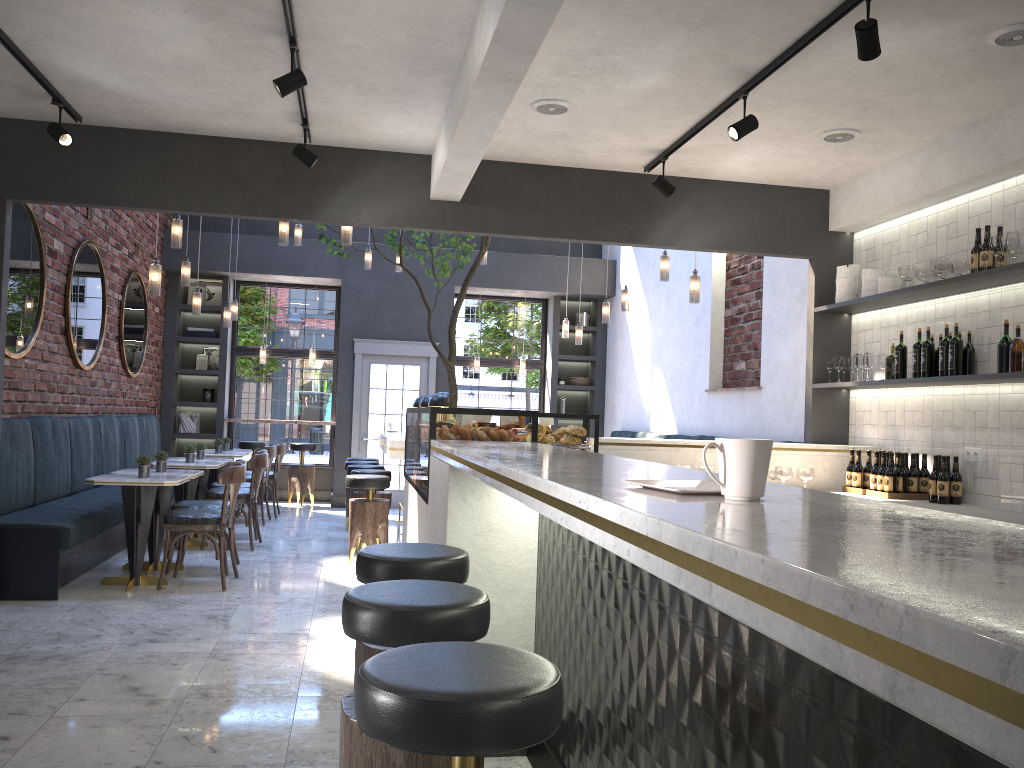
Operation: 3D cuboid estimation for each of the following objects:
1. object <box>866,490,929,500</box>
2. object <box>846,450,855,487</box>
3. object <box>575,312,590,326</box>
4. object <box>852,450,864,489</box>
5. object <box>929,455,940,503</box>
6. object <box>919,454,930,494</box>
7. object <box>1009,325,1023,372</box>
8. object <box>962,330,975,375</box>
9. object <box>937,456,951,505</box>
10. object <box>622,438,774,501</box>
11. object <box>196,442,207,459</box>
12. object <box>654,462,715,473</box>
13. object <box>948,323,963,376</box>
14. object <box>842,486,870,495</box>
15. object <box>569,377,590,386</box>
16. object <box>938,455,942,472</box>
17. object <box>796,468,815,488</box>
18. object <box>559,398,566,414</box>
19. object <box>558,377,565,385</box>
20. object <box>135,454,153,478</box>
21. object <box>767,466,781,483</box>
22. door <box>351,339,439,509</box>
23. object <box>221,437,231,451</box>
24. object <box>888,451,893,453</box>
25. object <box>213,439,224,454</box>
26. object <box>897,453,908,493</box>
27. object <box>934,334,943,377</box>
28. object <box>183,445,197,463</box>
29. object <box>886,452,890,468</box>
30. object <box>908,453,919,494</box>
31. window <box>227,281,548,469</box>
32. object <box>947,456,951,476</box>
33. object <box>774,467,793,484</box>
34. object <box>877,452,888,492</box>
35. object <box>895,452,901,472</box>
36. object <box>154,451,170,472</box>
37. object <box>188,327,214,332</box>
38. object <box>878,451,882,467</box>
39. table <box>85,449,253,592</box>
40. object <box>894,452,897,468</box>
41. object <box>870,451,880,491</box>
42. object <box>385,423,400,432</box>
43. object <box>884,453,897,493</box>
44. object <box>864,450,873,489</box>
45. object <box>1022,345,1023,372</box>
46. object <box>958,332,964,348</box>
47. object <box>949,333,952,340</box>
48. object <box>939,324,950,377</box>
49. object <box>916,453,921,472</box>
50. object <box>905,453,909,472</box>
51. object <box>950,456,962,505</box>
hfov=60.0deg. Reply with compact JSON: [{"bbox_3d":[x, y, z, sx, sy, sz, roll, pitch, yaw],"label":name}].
[{"bbox_3d":[2.399,0.686,5.490,0.307,0.038,0.231,2,-2,-10],"label":"object"},{"bbox_3d":[2.231,0.571,5.819,0.069,0.279,0.070,1,-2,42],"label":"object"},{"bbox_3d":[1.024,-0.924,12.839,0.214,0.215,0.213,2,-2,-1],"label":"object"},{"bbox_3d":[2.245,0.568,5.745,0.070,0.279,0.069,3,-2,-33],"label":"object"},{"bbox_3d":[2.493,0.560,5.218,0.070,0.279,0.069,2,-2,-3],"label":"object"},{"bbox_3d":[2.529,0.567,5.441,0.069,0.279,0.070,2,-2,12],"label":"object"},{"bbox_3d":[2.631,-0.178,4.615,0.077,0.257,0.076,3,-2,-39],"label":"object"},{"bbox_3d":[2.646,-0.171,5.135,0.065,0.280,0.065,1,-2,33],"label":"object"},{"bbox_3d":[2.506,0.557,5.146,0.069,0.279,0.070,1,-2,42],"label":"object"},{"bbox_3d":[0.327,0.137,1.495,0.176,0.097,0.301,3,-2,-19],"label":"object"},{"bbox_3d":[-3.013,0.647,8.586,0.118,0.165,0.122,3,-2,-33],"label":"object"},{"bbox_3d":[0.979,0.578,5.611,0.575,0.147,0.256,2,-2,-10],"label":"object"},{"bbox_3d":[2.559,-0.193,5.114,0.072,0.319,0.072,3,-2,-26],"label":"object"},{"bbox_3d":[2.350,0.694,5.761,0.307,0.038,0.231,2,-2,-10],"label":"object"},{"bbox_3d":[0.975,-0.031,12.797,0.305,0.123,0.305,2,-2,11],"label":"object"},{"bbox_3d":[2.552,0.565,5.305,0.070,0.279,0.069,1,-2,22],"label":"object"},{"bbox_3d":[1.877,0.612,5.678,0.114,0.147,0.114,2,-2,-6],"label":"object"},{"bbox_3d":[0.725,0.322,12.674,0.098,0.248,0.098,1,-2,29],"label":"object"},{"bbox_3d":[0.707,-0.041,12.724,0.116,0.119,0.117,3,-2,-34],"label":"object"},{"bbox_3d":[-2.582,0.574,6.223,0.118,0.165,0.122,3,-2,-33],"label":"object"},{"bbox_3d":[1.705,0.610,5.780,0.114,0.147,0.114,2,-2,-6],"label":"object"},{"bbox_3d":[-1.576,0.538,11.765,1.132,2.218,0.152,2,-2,-10],"label":"door"},{"bbox_3d":[-3.333,0.700,10.336,0.118,0.165,0.122,3,-2,-33],"label":"object"},{"bbox_3d":[2.466,0.578,5.786,0.070,0.279,0.069,3,-2,-33],"label":"object"},{"bbox_3d":[-3.229,0.683,9.764,0.118,0.165,0.122,3,-2,-33],"label":"object"},{"bbox_3d":[2.381,0.561,5.414,0.070,0.279,0.069,2,-2,-8],"label":"object"},{"bbox_3d":[2.601,-0.163,5.382,0.065,0.280,0.065,1,-2,33],"label":"object"},{"bbox_3d":[-2.909,0.629,8.014,0.118,0.165,0.122,3,-2,-33],"label":"object"},{"bbox_3d":[2.355,0.565,5.561,0.070,0.279,0.069,2,-2,-8],"label":"object"},{"bbox_3d":[2.454,0.564,5.428,0.069,0.279,0.070,1,-2,42],"label":"object"},{"bbox_3d":[-0.550,-1.643,6.531,6.406,5.363,12.712,2,-2,-10],"label":"window"},{"bbox_3d":[2.567,0.563,5.232,0.070,0.279,0.069,3,-2,-33],"label":"object"},{"bbox_3d":[1.728,0.606,5.651,0.114,0.147,0.114,2,-2,-6],"label":"object"},{"bbox_3d":[2.294,0.560,5.474,0.070,0.279,0.069,3,-2,-33],"label":"object"},{"bbox_3d":[2.428,0.568,5.573,0.070,0.279,0.069,3,-2,-33],"label":"object"},{"bbox_3d":[-2.686,0.592,6.795,0.118,0.165,0.122,3,-2,-33],"label":"object"},{"bbox_3d":[-4.162,-0.717,11.851,0.327,0.039,0.227,3,-2,-20],"label":"object"},{"bbox_3d":[2.392,0.574,5.772,0.070,0.279,0.069,2,-2,-3],"label":"object"},{"bbox_3d":[-1.036,1.176,8.640,4.599,0.751,4.831,2,-2,-10],"label":"table"},{"bbox_3d":[2.480,0.575,5.712,0.069,0.279,0.070,2,-2,12],"label":"object"},{"bbox_3d":[2.280,0.562,5.548,0.069,0.279,0.070,1,-2,42],"label":"object"},{"bbox_3d":[-1.353,0.494,10.087,0.176,0.098,0.204,2,-2,-5],"label":"object"},{"bbox_3d":[2.308,0.558,5.399,0.070,0.279,0.069,3,-2,-23],"label":"object"},{"bbox_3d":[2.318,0.571,5.760,0.069,0.279,0.070,1,-2,42],"label":"object"},{"bbox_3d":[2.645,-0.159,4.535,0.065,0.215,0.066,2,-2,17],"label":"object"},{"bbox_3d":[2.631,-0.168,5.217,0.065,0.280,0.065,1,-2,33],"label":"object"},{"bbox_3d":[2.616,-0.166,5.300,0.065,0.280,0.065,1,-2,33],"label":"object"},{"bbox_3d":[2.544,-0.191,5.196,0.072,0.319,0.072,3,-2,-26],"label":"object"},{"bbox_3d":[2.515,0.569,5.514,0.070,0.279,0.069,3,-2,-33],"label":"object"},{"bbox_3d":[2.441,0.566,5.501,0.070,0.279,0.069,2,-2,-3],"label":"object"},{"bbox_3d":[2.581,0.560,5.158,0.069,0.279,0.070,2,-2,12],"label":"object"}]
